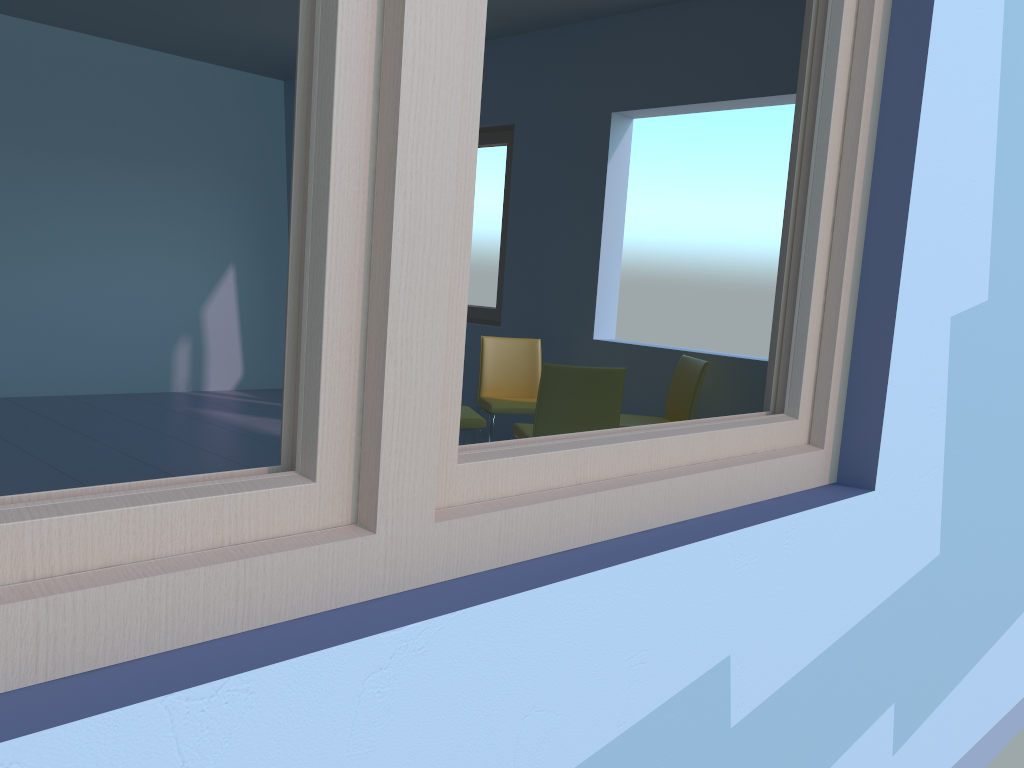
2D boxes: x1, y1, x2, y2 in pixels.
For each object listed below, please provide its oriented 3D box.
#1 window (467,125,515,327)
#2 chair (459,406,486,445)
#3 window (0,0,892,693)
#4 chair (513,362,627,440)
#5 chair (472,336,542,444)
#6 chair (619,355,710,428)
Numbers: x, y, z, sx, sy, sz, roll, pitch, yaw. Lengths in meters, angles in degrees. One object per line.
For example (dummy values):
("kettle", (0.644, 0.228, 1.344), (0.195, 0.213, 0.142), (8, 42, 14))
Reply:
("window", (-0.499, -1.082, 6.088), (1.475, 1.263, 0.142), (11, 9, 44))
("chair", (-0.398, 0.151, 4.170), (0.484, 0.695, 0.387), (2, 7, -15))
("window", (0.030, -0.443, 0.965), (0.142, 1.263, 1.475), (11, 9, 44))
("chair", (0.233, 0.242, 3.796), (0.387, 0.699, 0.484), (3, 7, -10))
("chair", (0.022, 0.111, 4.767), (0.387, 0.695, 0.484), (2, 7, -15))
("chair", (0.666, 0.205, 4.361), (0.484, 0.695, 0.387), (3, 7, -10))
